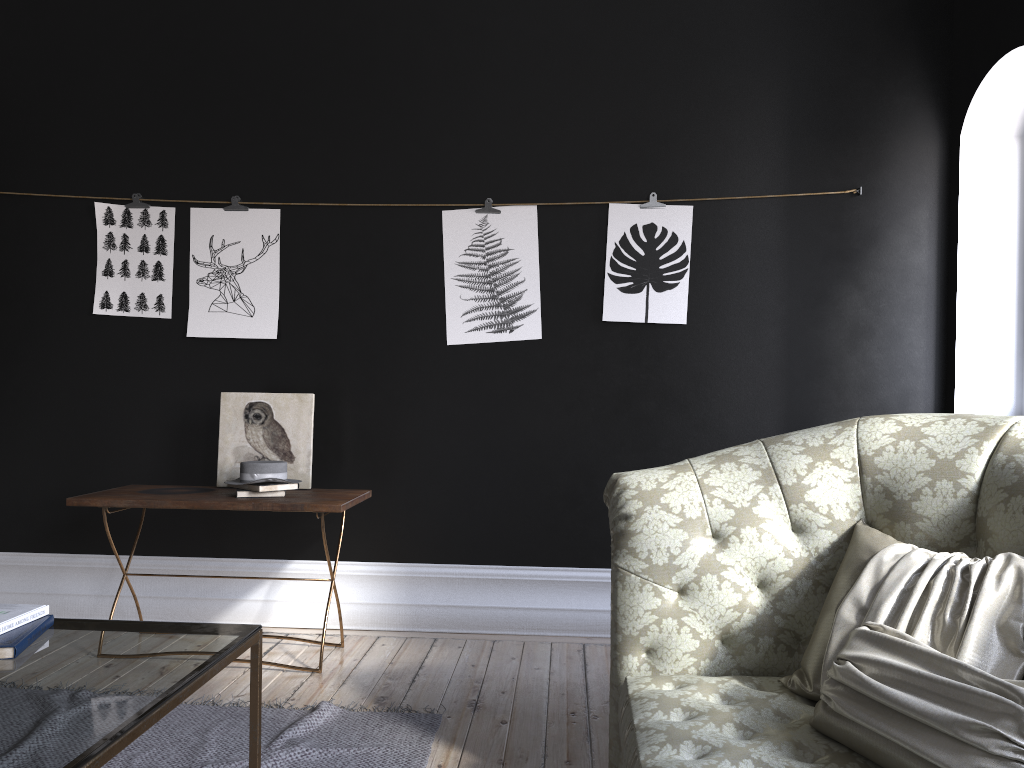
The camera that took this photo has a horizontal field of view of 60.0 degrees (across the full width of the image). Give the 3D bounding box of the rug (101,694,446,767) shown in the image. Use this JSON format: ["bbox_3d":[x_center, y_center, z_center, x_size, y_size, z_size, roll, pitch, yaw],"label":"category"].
[{"bbox_3d":[-1.394,1.147,1.567,2.105,0.050,3.645,1,-1,4],"label":"rug"}]

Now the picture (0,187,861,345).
[{"bbox_3d":[-0.578,-0.580,4.340,4.457,0.771,0.058,1,1,3],"label":"picture"}]

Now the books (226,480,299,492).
[{"bbox_3d":[-1.087,0.438,3.858,0.289,0.030,0.193,0,-1,45],"label":"books"}]

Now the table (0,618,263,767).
[{"bbox_3d":[-1.237,0.883,1.602,1.092,0.558,1.449,1,0,3],"label":"table"}]

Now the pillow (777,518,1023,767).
[{"bbox_3d":[0.908,0.562,1.833,0.529,0.416,1.105,1,0,3],"label":"pillow"}]

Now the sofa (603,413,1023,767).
[{"bbox_3d":[0.947,0.646,1.349,1.606,1.161,2.813,1,0,4],"label":"sofa"}]

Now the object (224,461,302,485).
[{"bbox_3d":[-1.071,0.380,3.827,0.328,0.087,0.258,1,-1,-30],"label":"object"}]

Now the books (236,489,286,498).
[{"bbox_3d":[-1.101,0.467,3.885,0.203,0.029,0.268,1,-1,-17],"label":"books"}]

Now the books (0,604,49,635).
[{"bbox_3d":[-1.288,0.566,2.093,0.220,0.024,0.307,1,-1,3],"label":"books"}]

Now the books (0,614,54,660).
[{"bbox_3d":[-1.223,0.595,2.085,0.193,0.030,0.289,1,-1,-12],"label":"books"}]
